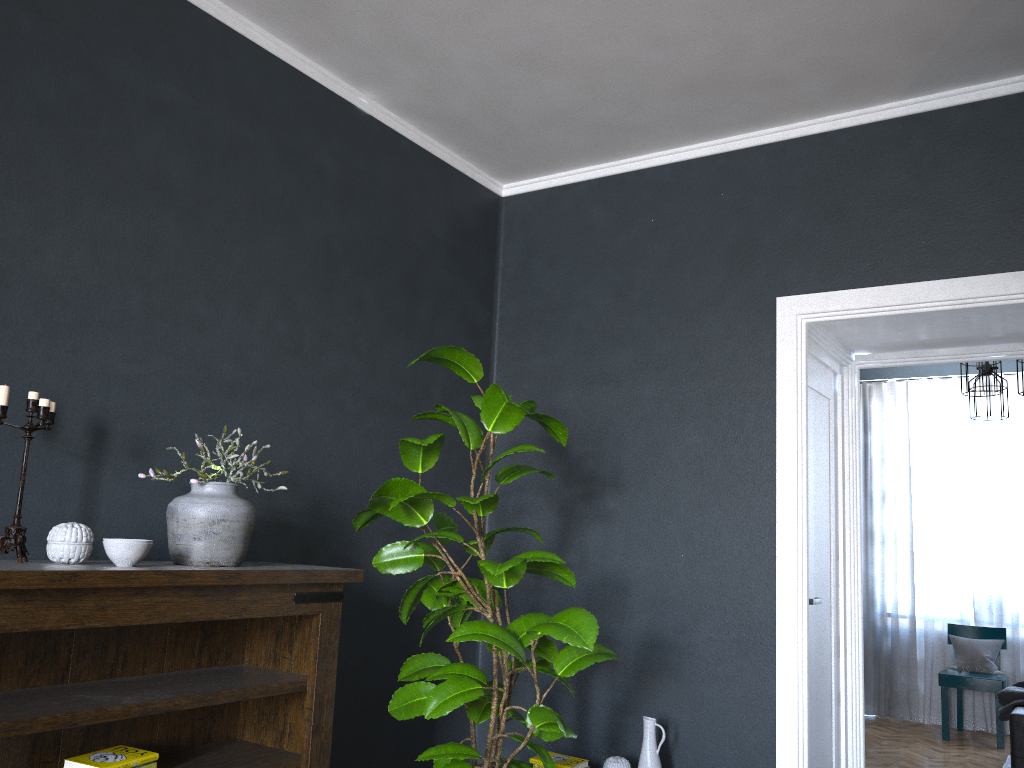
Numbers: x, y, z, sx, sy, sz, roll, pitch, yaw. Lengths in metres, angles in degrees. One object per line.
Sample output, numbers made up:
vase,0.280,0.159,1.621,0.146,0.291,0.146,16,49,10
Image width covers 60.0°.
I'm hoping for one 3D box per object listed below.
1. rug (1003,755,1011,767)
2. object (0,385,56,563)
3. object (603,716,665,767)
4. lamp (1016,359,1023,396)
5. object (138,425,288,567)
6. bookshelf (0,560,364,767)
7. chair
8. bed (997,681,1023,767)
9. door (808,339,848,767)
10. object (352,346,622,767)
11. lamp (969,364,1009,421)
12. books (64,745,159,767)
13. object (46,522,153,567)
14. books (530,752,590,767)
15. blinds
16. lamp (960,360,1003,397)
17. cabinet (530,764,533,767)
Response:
rug,3.422,2.305,4.776,1.459,0.013,2.049,-4,-12,33
object,-1.236,0.221,2.209,0.130,0.436,0.145,6,-10,-20
object,0.420,1.371,3.302,0.229,0.267,0.229,7,-10,-23
lamp,2.980,-0.323,5.029,0.210,0.767,0.210,11,-12,-42
object,-0.863,0.311,2.543,0.385,0.411,0.276,1,-10,11
bookshelf,-1.194,0.999,1.983,0.451,1.169,1.922,-3,-11,33
chair,3.441,2.218,6.591,0.436,0.796,0.593,-3,-11,33
bed,3.899,1.712,4.616,2.376,1.159,2.270,-4,-12,33
door,1.270,0.910,3.744,0.162,2.181,0.858,-3,-11,33
object,-0.131,0.840,2.849,1.118,1.894,0.765,-2,-10,27
lamp,3.084,-0.173,5.757,0.210,0.802,0.210,11,-12,-42
books,-1.027,1.025,2.301,0.174,0.113,0.197,-1,-10,22
object,-1.036,0.404,2.231,0.255,0.103,0.118,3,-10,-1
books,0.187,1.485,3.433,0.215,0.065,0.162,-3,-11,28
blinds,4.179,1.275,6.786,3.994,2.782,0.313,-4,-11,33
lamp,2.873,-0.289,5.446,0.210,0.712,0.210,11,-12,-42
cabinet,0.278,1.696,3.293,0.650,0.389,0.457,-4,-11,33
